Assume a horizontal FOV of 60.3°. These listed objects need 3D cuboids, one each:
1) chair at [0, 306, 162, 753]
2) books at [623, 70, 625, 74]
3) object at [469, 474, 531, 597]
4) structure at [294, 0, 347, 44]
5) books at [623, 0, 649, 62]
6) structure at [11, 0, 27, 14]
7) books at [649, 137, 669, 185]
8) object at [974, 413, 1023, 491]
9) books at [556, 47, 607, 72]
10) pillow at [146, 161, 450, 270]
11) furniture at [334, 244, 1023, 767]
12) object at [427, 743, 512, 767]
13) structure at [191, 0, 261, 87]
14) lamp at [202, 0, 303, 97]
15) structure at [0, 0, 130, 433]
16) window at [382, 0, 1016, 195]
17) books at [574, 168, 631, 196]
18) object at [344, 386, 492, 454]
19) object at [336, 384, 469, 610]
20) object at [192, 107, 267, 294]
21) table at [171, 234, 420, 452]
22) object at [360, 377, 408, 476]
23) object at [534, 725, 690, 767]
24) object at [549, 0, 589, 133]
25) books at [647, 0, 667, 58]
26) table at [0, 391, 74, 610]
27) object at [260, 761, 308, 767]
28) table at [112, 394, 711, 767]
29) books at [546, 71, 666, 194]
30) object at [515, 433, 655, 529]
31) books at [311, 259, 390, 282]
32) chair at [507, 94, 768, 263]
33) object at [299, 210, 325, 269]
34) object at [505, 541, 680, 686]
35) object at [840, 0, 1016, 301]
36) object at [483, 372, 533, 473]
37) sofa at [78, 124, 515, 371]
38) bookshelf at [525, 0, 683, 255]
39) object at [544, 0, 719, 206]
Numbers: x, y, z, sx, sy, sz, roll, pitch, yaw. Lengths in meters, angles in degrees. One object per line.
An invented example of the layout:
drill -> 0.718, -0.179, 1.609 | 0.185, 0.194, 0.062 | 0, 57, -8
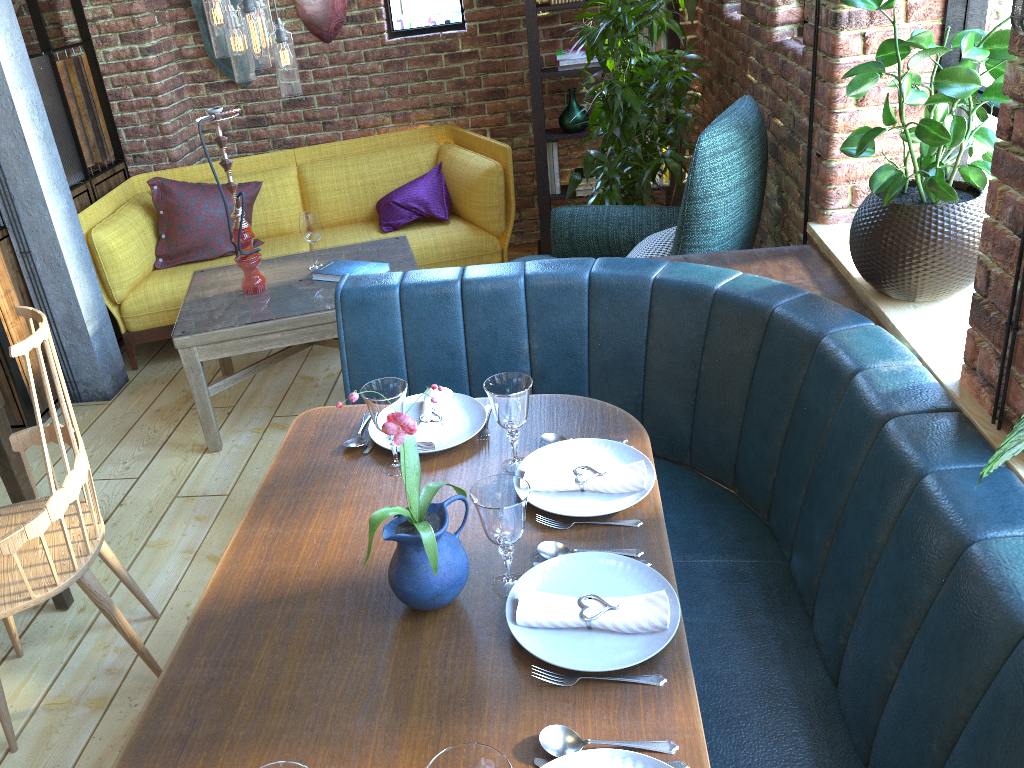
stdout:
chair -> -1.203, 0.350, 2.158 | 0.440, 0.991, 0.556 | -16, 28, -19
books -> 0.563, -1.410, 4.323 | 0.086, 0.269, 0.173 | -3, 26, 5
object -> -0.011, 0.254, 1.445 | 0.103, 0.189, 0.095 | 12, 31, 33
structure -> -1.008, -2.272, 4.336 | 0.219, 1.129, 0.238 | -24, 31, -33
books -> 0.581, -1.678, 4.200 | 0.126, 0.254, 0.163 | -3, 26, 6
structure -> -2.731, -2.273, 4.527 | 0.597, 0.716, 0.127 | -3, 26, 9
books -> 0.735, -1.154, 4.430 | 0.085, 0.269, 0.190 | -4, 26, 5
object -> 0.718, 0.055, 0.662 | 0.615, 0.740, 0.735 | -4, 27, 6
books -> 0.350, -1.577, 4.261 | 0.273, 0.079, 0.179 | -4, 27, 8
pillow -> -1.059, -0.927, 4.402 | 1.492, 0.446, 0.407 | -9, 26, -2
furniture -> 0.147, 0.600, 1.477 | 1.383, 0.810, 2.618 | -5, 27, 6
object -> -0.038, 0.503, 0.972 | 0.103, 0.189, 0.095 | 12, 31, 33
structure -> -1.453, -1.855, 4.545 | 0.373, 0.630, 0.104 | -2, 26, 10
lamp -> -1.133, -1.989, 2.836 | 0.524, 2.089, 0.280 | 10, 30, 29
structure -> -4.332, -0.100, 1.409 | 5.977, 3.276, 5.993 | -11, 27, -7
window -> 0.045, -1.390, 1.906 | 3.339, 2.393, 8.914 | -20, 29, -24
books -> 0.470, -1.043, 4.489 | 0.308, 0.086, 0.244 | -3, 27, 10
object -> -0.208, 0.081, 1.988 | 0.331, 0.051, 0.268 | -3, 28, 11
object -> -0.150, 0.165, 1.401 | 0.141, 0.425, 0.213 | 6, 28, 23
object -> -1.037, -0.659, 3.281 | 0.169, 0.694, 0.264 | -7, 26, -2
table -> -0.820, -0.191, 3.622 | 0.929, 0.501, 0.767 | -11, 27, -6
object -> -0.251, 0.093, 1.824 | 0.103, 0.189, 0.095 | 12, 31, 33
object -> 0.118, 0.525, 1.037 | 0.274, 0.051, 0.324 | -3, 28, 10
object -> 0.457, -1.520, 4.259 | 0.613, 1.735, 0.330 | -5, 26, 3
books -> 0.682, -1.679, 4.174 | 0.080, 0.254, 0.178 | -3, 26, 5
table -> -1.729, 0.531, 2.250 | 0.761, 0.716, 0.752 | -4, 27, 7
object -> -0.246, 0.528, 0.982 | 0.103, 0.189, 0.095 | 12, 31, 33
table -> -0.117, 0.684, 1.566 | 0.834, 0.651, 1.543 | -4, 27, 6
books -> 0.464, -1.270, 4.405 | 0.595, 0.566, 0.191 | -3, 26, 7
object -> 0.141, 0.166, 1.725 | 0.274, 0.051, 0.324 | -3, 28, 10
books -> -0.639, -0.445, 3.482 | 0.284, 0.027, 0.156 | 8, 31, 29
chair -> 0.306, -0.376, 3.021 | 1.075, 1.081, 0.786 | 9, 30, 29
object -> -0.810, -0.587, 3.588 | 0.095, 0.225, 0.088 | 18, 35, 40
object -> 0.126, 0.339, 1.396 | 0.274, 0.051, 0.324 | -3, 28, 10
object -> 0.862, -0.493, 1.791 | 0.402, 0.653, 0.499 | 8, 30, 27
object -> 0.001, 0.083, 1.773 | 0.103, 0.189, 0.095 | 12, 31, 33
sofa -> -1.027, -0.735, 4.454 | 1.979, 0.751, 0.808 | -11, 27, -5
bookshelf -> 0.454, -1.397, 4.336 | 0.828, 1.643, 0.317 | -2, 26, 8
object -> 0.501, -0.937, 3.590 | 0.714, 1.506, 0.885 | -13, 27, -13
